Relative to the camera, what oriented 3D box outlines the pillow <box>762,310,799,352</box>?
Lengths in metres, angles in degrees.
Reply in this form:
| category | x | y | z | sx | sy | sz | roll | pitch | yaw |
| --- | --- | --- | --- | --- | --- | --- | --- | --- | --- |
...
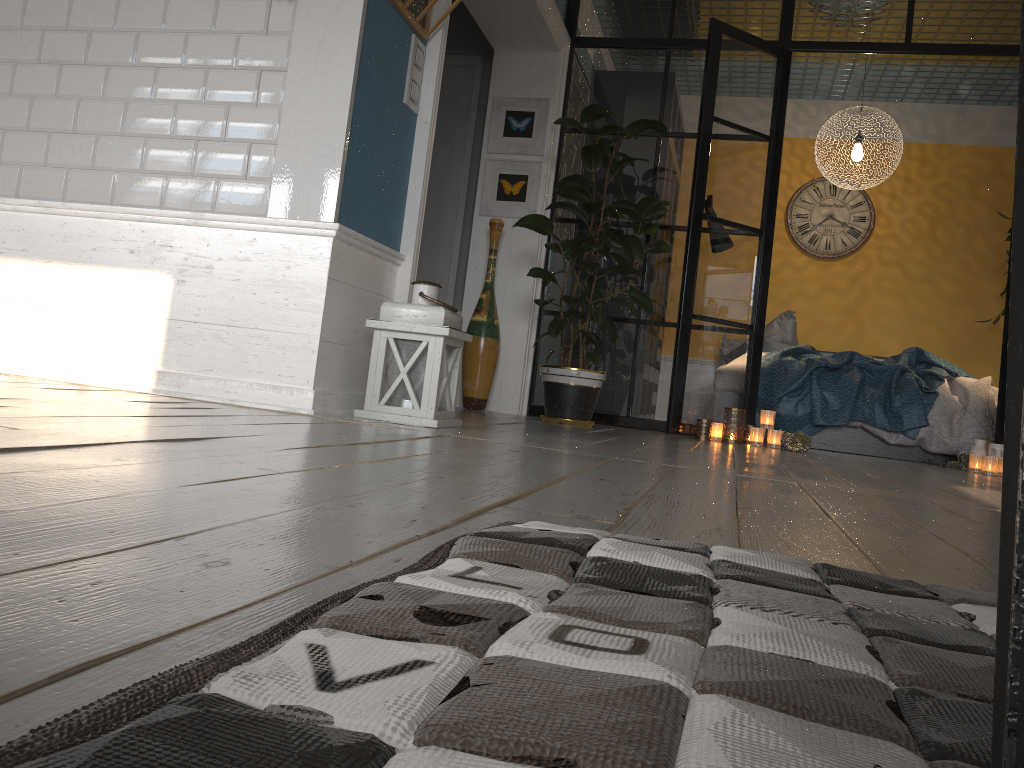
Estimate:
| category | x | y | z | sx | sy | sz | roll | pitch | yaw |
| --- | --- | --- | --- | --- | --- | --- | --- | --- | --- |
| pillow | 2.022 | -0.289 | 6.911 | 0.784 | 0.601 | 0.496 | 6 | -3 | 20 |

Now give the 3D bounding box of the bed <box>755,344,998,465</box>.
| category | x | y | z | sx | sy | sz | roll | pitch | yaw |
| --- | --- | --- | --- | --- | --- | --- | --- | --- | --- |
| bed | 2.429 | 0.081 | 6.333 | 1.901 | 0.773 | 2.312 | 7 | -1 | 15 |

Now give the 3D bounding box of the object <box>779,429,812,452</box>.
| category | x | y | z | sx | sy | sz | roll | pitch | yaw |
| --- | --- | --- | --- | --- | --- | --- | --- | --- | --- |
| object | 1.515 | 0.308 | 4.876 | 0.192 | 0.118 | 0.715 | 7 | 0 | 3 |

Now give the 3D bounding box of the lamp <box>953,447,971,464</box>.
| category | x | y | z | sx | sy | sz | roll | pitch | yaw |
| --- | --- | --- | --- | --- | --- | --- | --- | --- | --- |
| lamp | 2.564 | 0.423 | 4.989 | 0.108 | 0.132 | 0.096 | 8 | -3 | -16 |

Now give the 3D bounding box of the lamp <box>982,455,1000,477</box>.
| category | x | y | z | sx | sy | sz | roll | pitch | yaw |
| --- | --- | --- | --- | --- | --- | --- | --- | --- | --- |
| lamp | 2.442 | 0.419 | 4.518 | 0.080 | 0.099 | 0.081 | 9 | -3 | -35 |

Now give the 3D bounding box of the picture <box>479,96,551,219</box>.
| category | x | y | z | sx | sy | sz | roll | pitch | yaw |
| --- | --- | --- | --- | --- | --- | --- | --- | --- | --- |
| picture | -0.213 | -1.418 | 4.479 | 0.359 | 0.755 | 1.936 | 6 | -1 | 14 |

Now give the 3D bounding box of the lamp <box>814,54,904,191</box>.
| category | x | y | z | sx | sy | sz | roll | pitch | yaw |
| --- | --- | --- | --- | --- | --- | --- | --- | --- | --- |
| lamp | 2.589 | -1.981 | 6.564 | 0.613 | 1.100 | 0.617 | 9 | -4 | -35 |

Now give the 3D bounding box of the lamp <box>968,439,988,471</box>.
| category | x | y | z | sx | sy | sz | roll | pitch | yaw |
| --- | --- | --- | --- | --- | --- | --- | --- | --- | --- |
| lamp | 2.513 | 0.390 | 4.763 | 0.092 | 0.180 | 0.091 | 5 | -4 | 35 |

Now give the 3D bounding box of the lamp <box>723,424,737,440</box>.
| category | x | y | z | sx | sy | sz | roll | pitch | yaw |
| --- | --- | --- | --- | --- | --- | --- | --- | --- | --- |
| lamp | 1.186 | 0.269 | 4.804 | 0.080 | 0.099 | 0.081 | 9 | -3 | -35 |

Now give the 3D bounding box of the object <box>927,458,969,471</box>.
| category | x | y | z | sx | sy | sz | roll | pitch | yaw |
| --- | --- | --- | --- | --- | --- | --- | --- | --- | --- |
| object | 2.468 | 0.453 | 5.006 | 0.087 | 0.054 | 0.326 | 7 | 0 | -22 |

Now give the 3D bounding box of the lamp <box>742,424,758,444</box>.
| category | x | y | z | sx | sy | sz | roll | pitch | yaw |
| --- | --- | --- | --- | --- | --- | --- | --- | --- | --- |
| lamp | 1.333 | 0.283 | 4.962 | 0.081 | 0.107 | 0.080 | 6 | -3 | 14 |

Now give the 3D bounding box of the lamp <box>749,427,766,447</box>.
| category | x | y | z | sx | sy | sz | roll | pitch | yaw |
| --- | --- | --- | --- | --- | --- | --- | --- | --- | --- |
| lamp | 1.310 | 0.284 | 4.730 | 0.080 | 0.099 | 0.081 | 9 | -3 | -35 |

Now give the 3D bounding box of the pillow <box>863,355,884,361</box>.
| category | x | y | z | sx | sy | sz | roll | pitch | yaw |
| --- | --- | --- | --- | --- | --- | --- | --- | --- | --- |
| pillow | 2.687 | -0.114 | 6.734 | 0.591 | 0.228 | 0.485 | 7 | -1 | -27 |

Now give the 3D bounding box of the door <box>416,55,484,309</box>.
| category | x | y | z | sx | sy | sz | roll | pitch | yaw |
| --- | --- | --- | --- | --- | --- | --- | --- | --- | --- |
| door | -0.784 | -1.077 | 5.972 | 1.039 | 2.316 | 0.177 | 6 | -4 | 14 |

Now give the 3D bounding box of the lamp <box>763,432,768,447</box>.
| category | x | y | z | sx | sy | sz | roll | pitch | yaw |
| --- | --- | --- | --- | --- | --- | --- | --- | --- | --- |
| lamp | 1.392 | 0.304 | 4.812 | 0.069 | 0.080 | 0.068 | 6 | -3 | 22 |

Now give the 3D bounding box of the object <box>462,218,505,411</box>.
| category | x | y | z | sx | sy | sz | roll | pitch | yaw |
| --- | --- | --- | --- | --- | --- | --- | --- | --- | --- |
| object | -0.153 | -0.407 | 5.152 | 0.216 | 1.128 | 0.214 | 6 | -4 | 8 |

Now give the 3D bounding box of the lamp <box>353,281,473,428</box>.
| category | x | y | z | sx | sy | sz | roll | pitch | yaw |
| --- | --- | --- | --- | --- | --- | --- | --- | --- | --- |
| lamp | -0.317 | -0.110 | 2.995 | 0.287 | 0.479 | 0.285 | 6 | -3 | 13 |

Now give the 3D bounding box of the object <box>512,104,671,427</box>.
| category | x | y | z | sx | sy | sz | roll | pitch | yaw |
| --- | --- | --- | --- | --- | --- | --- | --- | --- | --- |
| object | 1.974 | -0.491 | 4.496 | 3.902 | 1.803 | 1.005 | 7 | -3 | 14 |

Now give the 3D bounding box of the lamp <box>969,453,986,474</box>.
| category | x | y | z | sx | sy | sz | roll | pitch | yaw |
| --- | --- | --- | --- | --- | --- | --- | --- | --- | --- |
| lamp | 2.446 | 0.420 | 4.651 | 0.080 | 0.099 | 0.080 | 8 | -3 | -21 |

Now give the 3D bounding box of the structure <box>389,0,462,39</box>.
| category | x | y | z | sx | sy | sz | roll | pitch | yaw |
| --- | --- | --- | --- | --- | --- | --- | --- | --- | --- |
| structure | -0.259 | -1.668 | 3.084 | 0.185 | 0.779 | 0.492 | 6 | -3 | 14 |

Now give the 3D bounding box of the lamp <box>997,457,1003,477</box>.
| category | x | y | z | sx | sy | sz | roll | pitch | yaw |
| --- | --- | --- | --- | --- | --- | --- | --- | --- | --- |
| lamp | 2.528 | 0.430 | 4.541 | 0.080 | 0.099 | 0.081 | 9 | -3 | -35 |

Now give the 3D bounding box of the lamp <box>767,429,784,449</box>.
| category | x | y | z | sx | sy | sz | roll | pitch | yaw |
| --- | --- | --- | --- | --- | --- | --- | --- | --- | --- |
| lamp | 1.397 | 0.294 | 4.700 | 0.080 | 0.099 | 0.081 | 9 | -3 | -35 |

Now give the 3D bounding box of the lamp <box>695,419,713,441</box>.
| category | x | y | z | sx | sy | sz | roll | pitch | yaw |
| --- | --- | --- | --- | --- | --- | --- | --- | --- | --- |
| lamp | 1.025 | 0.245 | 4.722 | 0.084 | 0.111 | 0.084 | 7 | -3 | -10 |

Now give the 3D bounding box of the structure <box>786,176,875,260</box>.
| category | x | y | z | sx | sy | sz | roll | pitch | yaw |
| --- | --- | --- | --- | --- | --- | --- | --- | --- | --- |
| structure | 2.735 | -1.432 | 7.606 | 0.728 | 0.728 | 0.070 | 6 | -4 | 14 |

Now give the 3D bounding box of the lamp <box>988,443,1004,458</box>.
| category | x | y | z | sx | sy | sz | roll | pitch | yaw |
| --- | --- | --- | --- | --- | --- | --- | --- | --- | --- |
| lamp | 2.550 | 0.399 | 4.650 | 0.089 | 0.167 | 0.092 | 8 | -3 | -20 |

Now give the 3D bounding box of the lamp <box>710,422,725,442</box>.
| category | x | y | z | sx | sy | sz | roll | pitch | yaw |
| --- | --- | --- | --- | --- | --- | --- | --- | --- | --- |
| lamp | 1.103 | 0.259 | 4.765 | 0.080 | 0.099 | 0.081 | 9 | -3 | -35 |

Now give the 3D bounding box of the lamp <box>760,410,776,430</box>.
| category | x | y | z | sx | sy | sz | roll | pitch | yaw |
| --- | --- | --- | --- | --- | --- | --- | --- | --- | --- |
| lamp | 1.364 | 0.191 | 4.720 | 0.080 | 0.099 | 0.081 | 9 | -3 | -35 |

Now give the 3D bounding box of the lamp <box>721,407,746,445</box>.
| category | x | y | z | sx | sy | sz | roll | pitch | yaw |
| --- | --- | --- | --- | --- | --- | --- | --- | --- | --- |
| lamp | 1.178 | 0.223 | 4.702 | 0.115 | 0.188 | 0.114 | 6 | -3 | 13 |

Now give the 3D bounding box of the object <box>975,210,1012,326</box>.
| category | x | y | z | sx | sy | sz | roll | pitch | yaw |
| --- | --- | --- | --- | --- | --- | --- | --- | --- | --- |
| object | 4.162 | -0.435 | 6.731 | 1.344 | 2.214 | 1.244 | 7 | -3 | 1 |

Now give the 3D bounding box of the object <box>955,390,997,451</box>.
| category | x | y | z | sx | sy | sz | roll | pitch | yaw |
| --- | --- | --- | --- | --- | --- | --- | --- | --- | --- |
| object | 2.749 | 0.248 | 4.954 | 0.277 | 0.524 | 0.438 | 9 | -3 | -35 |
